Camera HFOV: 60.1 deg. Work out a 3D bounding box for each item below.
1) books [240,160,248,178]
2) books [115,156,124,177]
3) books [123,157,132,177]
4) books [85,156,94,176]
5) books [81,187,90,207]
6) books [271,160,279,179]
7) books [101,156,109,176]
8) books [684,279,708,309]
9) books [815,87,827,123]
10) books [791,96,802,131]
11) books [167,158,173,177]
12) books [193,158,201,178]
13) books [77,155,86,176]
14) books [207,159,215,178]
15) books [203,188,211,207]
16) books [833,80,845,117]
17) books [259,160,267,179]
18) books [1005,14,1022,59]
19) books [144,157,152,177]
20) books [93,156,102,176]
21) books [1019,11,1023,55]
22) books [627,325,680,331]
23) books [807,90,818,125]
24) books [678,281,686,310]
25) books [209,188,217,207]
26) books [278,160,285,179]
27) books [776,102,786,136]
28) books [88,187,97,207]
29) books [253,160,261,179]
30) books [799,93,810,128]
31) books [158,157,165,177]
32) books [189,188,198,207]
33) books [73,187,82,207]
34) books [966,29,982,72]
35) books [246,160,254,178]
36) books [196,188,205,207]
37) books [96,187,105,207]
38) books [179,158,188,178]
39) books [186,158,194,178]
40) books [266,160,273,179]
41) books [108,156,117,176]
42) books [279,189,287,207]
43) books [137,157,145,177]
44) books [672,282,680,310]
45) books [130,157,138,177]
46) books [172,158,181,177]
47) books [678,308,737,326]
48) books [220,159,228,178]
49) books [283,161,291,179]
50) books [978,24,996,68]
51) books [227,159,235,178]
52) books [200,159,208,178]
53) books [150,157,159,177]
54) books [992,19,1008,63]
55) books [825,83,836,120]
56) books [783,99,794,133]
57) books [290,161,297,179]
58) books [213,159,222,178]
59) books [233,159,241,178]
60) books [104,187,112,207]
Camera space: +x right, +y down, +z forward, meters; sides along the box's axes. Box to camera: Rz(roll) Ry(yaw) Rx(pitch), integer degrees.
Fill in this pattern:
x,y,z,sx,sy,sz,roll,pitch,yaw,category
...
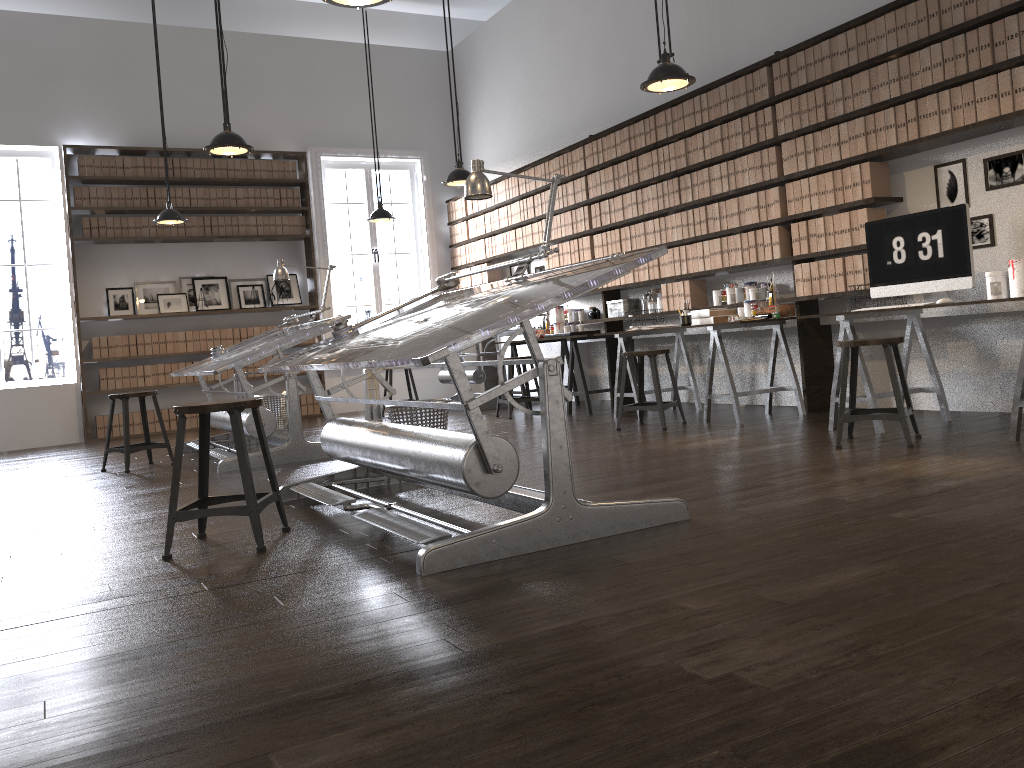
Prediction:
x,y,z,sx,sy,sz,roll,pitch,yaw,category
-3.003,-2.370,9.869,0.067,0.226,0.174,-5,1,-28,books
-4.109,-2.251,9.268,0.067,0.226,0.174,-5,1,-28,books
-4.046,-2.258,9.304,0.067,0.225,0.174,-5,1,-28,books
-4.356,-2.225,9.134,0.067,0.226,0.174,-5,1,-28,books
-4.388,-1.901,9.107,0.067,0.226,0.174,-5,1,-28,books
-2.699,-2.403,10.025,0.067,0.226,0.174,-5,1,-28,books
-4.235,-2.238,9.207,0.067,0.226,0.174,-5,1,-28,books
1.455,-0.709,7.002,0.175,0.226,0.066,-5,0,-28,books
2.050,-1.793,5.714,0.175,0.226,0.067,-5,0,-28,books
1.954,-1.793,5.892,0.175,0.226,0.067,-5,0,-28,books
-3.688,-2.297,9.501,0.067,0.226,0.174,-5,1,-28,books
-3.434,-2.324,9.634,0.067,0.226,0.174,-5,1,-28,books
-4.420,-2.218,9.100,0.067,0.226,0.174,-5,1,-28,books
-3.312,-2.337,9.701,0.067,0.226,0.174,-5,1,-28,books
-3.346,-2.013,9.666,0.067,0.225,0.174,-5,1,-28,books
2.120,-1.792,5.585,0.175,0.226,0.066,-5,0,-28,books
-2.814,-2.390,9.966,0.067,0.225,0.174,-5,1,-28,books
2.649,-1.790,4.593,0.175,0.226,0.066,-5,0,-28,books
-3.874,-2.277,9.400,0.067,0.226,0.174,-5,1,-28,books
-4.294,-2.232,9.171,0.067,0.226,0.174,-5,1,-28,books
2.686,-1.790,4.533,0.175,0.226,0.066,-5,0,-28,books
1.065,-0.429,6.705,0.256,0.029,0.354,-6,3,-28,books
2.020,-1.793,5.782,0.175,0.225,0.066,-5,0,-28,books
1.418,-0.709,7.062,0.175,0.226,0.066,-5,0,-28,books
-3.286,-2.019,9.694,0.067,0.226,0.174,-5,1,-28,books
-2.643,-2.409,10.062,0.067,0.226,0.174,-5,1,-28,books
1.889,-1.793,6.021,0.175,0.226,0.066,-5,0,-28,books
-4.324,-1.908,9.137,0.067,0.226,0.174,-5,1,-28,books
-2.877,-2.384,9.930,0.067,0.226,0.174,-5,1,-28,books
1.987,-1.793,5.838,0.175,0.225,0.066,-5,0,-28,books
-3.748,-2.290,9.463,0.067,0.226,0.174,-5,1,-28,books
-3.464,-2.000,9.599,0.067,0.226,0.174,-5,1,-28,books
-4.450,-1.895,9.076,0.067,0.226,0.174,-5,1,-28,books
2.549,-1.791,4.790,0.175,0.225,0.066,-5,0,-28,books
-2.941,-2.377,9.901,0.067,0.226,0.174,-5,1,-28,books
-3.401,-2.007,9.635,0.067,0.225,0.174,-5,1,-28,books
-4.262,-1.915,9.173,0.067,0.225,0.174,-5,1,-28,books
-3.557,-2.311,9.571,0.067,0.225,0.174,-5,1,-28,books
-3.496,-2.317,9.596,0.067,0.226,0.174,-5,1,-28,books
-2.760,-2.396,9.997,0.067,0.225,0.174,-5,1,-28,books
-4.173,-2.245,9.239,0.067,0.226,0.174,-5,1,-28,books
-2.612,-2.092,10.057,0.067,0.226,0.174,-5,1,-28,books
-3.931,-2.270,9.363,0.067,0.226,0.174,-5,1,-28,books
1.388,-0.710,7.127,0.175,0.226,0.066,-5,0,-28,books
-3.992,-2.264,9.335,0.067,0.225,0.174,-5,1,-28,books
-3.619,-2.304,9.531,0.067,0.226,0.174,-5,1,-28,books
1.403,-0.500,6.440,0.386,0.147,0.294,-6,2,-28,books
-3.188,-2.350,9.762,0.067,0.226,0.174,-5,1,-28,books
-2.580,-2.416,10.095,0.067,0.226,0.174,-5,1,-28,books
2.579,-1.790,4.722,0.175,0.226,0.067,-5,0,-28,books
-3.125,-2.357,9.796,0.067,0.226,0.174,-5,1,-28,books
-3.374,-2.331,9.670,0.067,0.226,0.174,-5,1,-28,books
-3.812,-2.284,9.433,0.067,0.226,0.174,-5,1,-28,books
2.619,-1.791,4.658,0.175,0.226,0.066,-5,0,-28,books
2.090,-1.793,5.650,0.175,0.226,0.066,-5,0,-28,books
1.920,-1.793,5.956,0.175,0.226,0.066,-5,0,-28,books
-2.516,-2.422,10.125,0.067,0.226,0.174,-5,1,-28,books
-3.246,-2.344,9.736,0.067,0.225,0.174,-5,1,-28,books
-3.062,-2.364,9.833,0.067,0.226,0.174,-5,1,-28,books
-4.207,-1.921,9.204,0.067,0.225,0.174,-5,1,-28,books
